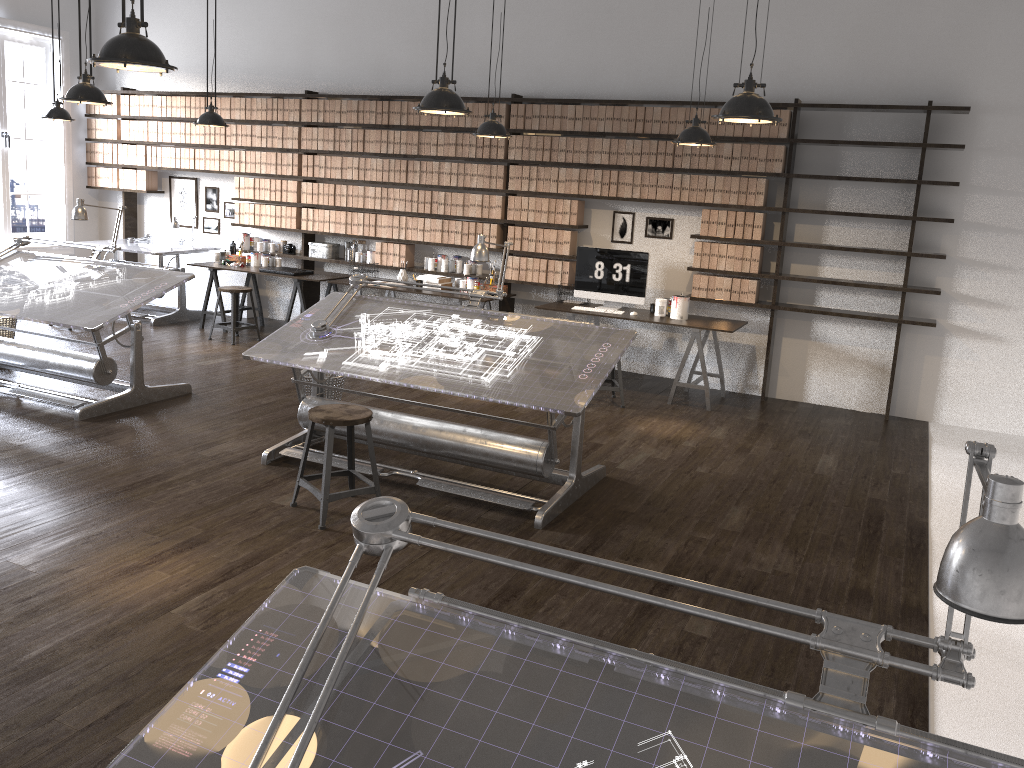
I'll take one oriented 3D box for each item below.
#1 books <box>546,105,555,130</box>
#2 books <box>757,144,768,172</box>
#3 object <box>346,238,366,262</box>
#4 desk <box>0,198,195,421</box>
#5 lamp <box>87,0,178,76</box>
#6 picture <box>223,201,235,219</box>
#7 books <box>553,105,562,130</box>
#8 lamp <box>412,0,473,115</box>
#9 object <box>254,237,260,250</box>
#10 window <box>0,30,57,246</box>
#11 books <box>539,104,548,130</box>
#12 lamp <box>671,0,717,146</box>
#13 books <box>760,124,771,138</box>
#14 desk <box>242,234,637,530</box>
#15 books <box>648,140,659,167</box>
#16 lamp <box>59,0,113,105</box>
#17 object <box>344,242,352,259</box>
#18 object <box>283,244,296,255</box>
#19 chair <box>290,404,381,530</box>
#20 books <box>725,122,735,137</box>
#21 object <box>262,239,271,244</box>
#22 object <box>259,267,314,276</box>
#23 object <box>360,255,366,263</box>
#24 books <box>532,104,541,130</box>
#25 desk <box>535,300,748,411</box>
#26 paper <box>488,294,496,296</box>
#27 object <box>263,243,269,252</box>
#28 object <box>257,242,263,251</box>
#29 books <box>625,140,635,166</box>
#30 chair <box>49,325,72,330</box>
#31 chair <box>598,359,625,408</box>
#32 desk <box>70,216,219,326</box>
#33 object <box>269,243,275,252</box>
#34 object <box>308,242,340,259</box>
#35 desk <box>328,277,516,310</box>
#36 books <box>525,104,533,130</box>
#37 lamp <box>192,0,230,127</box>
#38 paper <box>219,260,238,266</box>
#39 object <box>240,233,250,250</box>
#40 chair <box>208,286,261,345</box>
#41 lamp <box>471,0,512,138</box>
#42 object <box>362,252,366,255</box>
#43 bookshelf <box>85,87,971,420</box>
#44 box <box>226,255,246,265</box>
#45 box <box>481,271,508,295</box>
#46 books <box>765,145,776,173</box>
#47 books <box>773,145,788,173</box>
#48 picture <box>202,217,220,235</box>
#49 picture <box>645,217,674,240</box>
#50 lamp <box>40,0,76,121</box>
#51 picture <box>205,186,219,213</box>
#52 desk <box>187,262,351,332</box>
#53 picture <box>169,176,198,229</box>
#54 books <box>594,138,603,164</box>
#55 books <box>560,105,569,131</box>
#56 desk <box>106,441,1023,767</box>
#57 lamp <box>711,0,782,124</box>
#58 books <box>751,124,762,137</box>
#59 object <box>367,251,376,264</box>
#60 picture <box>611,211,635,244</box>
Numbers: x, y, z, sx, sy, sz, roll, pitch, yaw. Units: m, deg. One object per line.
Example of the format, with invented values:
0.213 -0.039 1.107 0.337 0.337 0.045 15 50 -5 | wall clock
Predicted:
0.380 -2.387 7.961 0.067 0.223 0.176 8 12 24 | books
2.061 -1.837 7.239 0.067 0.224 0.176 8 12 24 | books
-1.612 -1.398 9.084 0.181 0.269 0.158 5 11 8 | object
-3.417 -0.673 6.466 2.286 1.374 1.084 9 12 24 | desk
-1.348 -2.273 3.120 0.313 2.245 0.313 -5 13 -40 | lamp
-3.110 -1.933 9.867 0.252 0.182 0.023 9 11 24 | picture
0.439 -2.376 7.929 0.067 0.224 0.176 8 12 24 | books
-0.291 -2.504 4.398 0.313 2.232 0.313 -5 13 -40 | lamp
-2.769 -1.523 9.614 0.070 0.129 0.071 -2 12 -27 | object
-5.505 -2.624 9.585 0.153 2.289 1.253 8 11 24 | window
0.316 -2.398 7.990 0.067 0.223 0.175 8 12 24 | books
1.321 -2.746 5.910 0.313 2.232 0.313 -5 13 -40 | lamp
2.078 -2.108 7.197 0.067 0.223 0.176 8 12 24 | books
-0.385 -0.175 5.102 2.074 1.374 1.084 9 12 24 | desk
1.233 -1.974 7.616 0.067 0.223 0.176 8 12 24 | books
-2.647 -2.891 5.459 0.313 2.232 0.312 -6 14 -44 | lamp
-1.711 -1.386 9.220 0.079 0.186 0.079 4 10 3 | object
-2.374 -1.432 9.386 0.171 0.108 0.091 9 12 24 | object
-0.862 0.394 4.418 0.359 0.523 0.374 -5 14 -37 | chair
1.821 -2.150 7.310 0.067 0.223 0.175 8 12 24 | books
-2.666 -1.506 9.612 0.094 0.127 0.095 -4 13 -35 | object
-2.247 -1.123 8.832 0.447 0.033 0.314 9 14 24 | object
-1.471 -1.284 9.033 0.062 0.092 0.182 12 15 37 | object
0.250 -2.408 8.015 0.067 0.223 0.175 8 12 24 | books
1.065 -0.263 7.517 1.673 0.663 0.660 9 13 24 | desk
-0.243 -0.815 8.006 0.156 0.038 0.138 14 16 38 | paper
-2.633 -1.464 9.493 0.062 0.092 0.064 5 11 10 | object
-2.701 -1.472 9.508 0.062 0.093 0.062 5 11 10 | object
1.044 -2.005 7.699 0.067 0.223 0.175 8 12 24 | books
-4.360 -0.828 8.845 0.373 0.523 0.360 11 13 32 | chair
0.709 -0.105 7.051 0.358 0.523 0.375 2 11 -7 | chair
-3.946 -1.294 9.707 1.272 1.088 1.078 9 12 24 | desk
-2.567 -1.459 9.488 0.062 0.093 0.062 5 11 10 | object
-1.960 -1.394 9.239 0.318 0.151 0.194 9 13 23 | object
-0.872 -0.581 8.389 1.673 0.663 0.660 9 13 24 | desk
0.188 -2.419 8.049 0.067 0.223 0.176 8 12 24 | books
-2.604 -3.391 7.677 0.311 2.232 0.315 4 10 4 | lamp
-2.953 -1.261 9.226 0.155 0.038 0.139 6 13 9 | paper
-2.893 -1.543 9.586 0.107 0.175 0.108 9 12 26 | object
-2.697 -0.675 8.630 0.373 0.523 0.360 11 13 32 | chair
-0.085 -2.977 6.543 0.313 2.232 0.313 -5 13 -40 | lamp
-1.503 -1.297 9.065 0.062 0.092 0.064 1 11 -13 | object
-0.806 -1.229 8.786 9.202 3.179 0.376 9 11 24 | bookshelf
-2.900 -1.315 9.365 0.212 0.082 0.138 9 13 24 | box
-0.159 -0.926 8.123 0.212 0.205 0.138 9 12 24 | box
2.123 -1.828 7.216 0.067 0.223 0.176 8 12 24 | books
2.179 -1.818 7.189 0.067 0.223 0.176 8 12 24 | books
-3.401 -1.792 10.025 0.252 0.182 0.023 9 11 24 | picture
1.306 -1.383 7.853 0.252 0.182 0.023 9 11 24 | picture
-4.367 -3.680 8.465 0.311 2.232 0.315 4 10 4 | lamp
-3.373 -2.077 9.972 0.202 0.282 0.022 8 11 23 | picture
-2.468 -0.843 9.107 1.673 0.663 0.660 9 13 24 | desk
-3.759 -2.081 10.142 0.416 0.570 0.040 9 11 24 | picture
0.789 -2.047 7.814 0.067 0.223 0.176 8 12 24 | books
0.501 -2.367 7.906 0.067 0.223 0.176 8 12 24 | books
0.360 0.785 1.072 2.074 1.374 1.084 9 12 24 | desk
1.115 -2.273 3.766 0.311 2.232 0.315 4 10 4 | lamp
2.010 -2.119 7.226 0.067 0.223 0.176 8 12 24 | books
-1.422 -1.282 8.967 0.095 0.127 0.094 10 13 30 | object
1.003 -1.413 7.994 0.202 0.282 0.022 8 11 23 | picture
